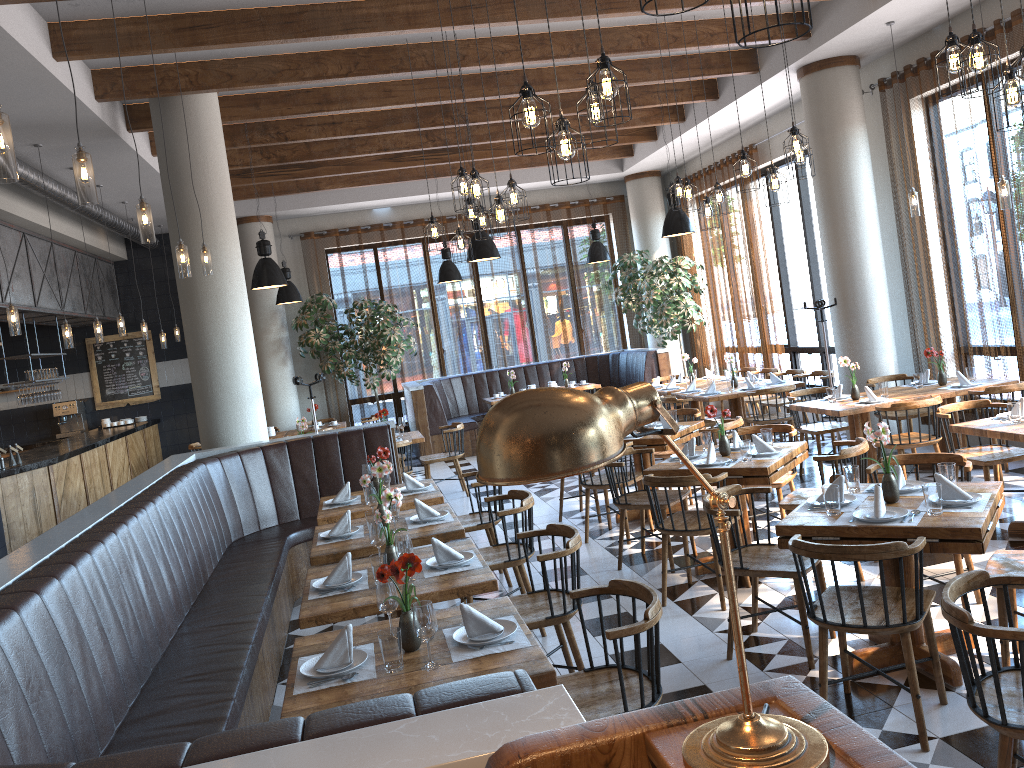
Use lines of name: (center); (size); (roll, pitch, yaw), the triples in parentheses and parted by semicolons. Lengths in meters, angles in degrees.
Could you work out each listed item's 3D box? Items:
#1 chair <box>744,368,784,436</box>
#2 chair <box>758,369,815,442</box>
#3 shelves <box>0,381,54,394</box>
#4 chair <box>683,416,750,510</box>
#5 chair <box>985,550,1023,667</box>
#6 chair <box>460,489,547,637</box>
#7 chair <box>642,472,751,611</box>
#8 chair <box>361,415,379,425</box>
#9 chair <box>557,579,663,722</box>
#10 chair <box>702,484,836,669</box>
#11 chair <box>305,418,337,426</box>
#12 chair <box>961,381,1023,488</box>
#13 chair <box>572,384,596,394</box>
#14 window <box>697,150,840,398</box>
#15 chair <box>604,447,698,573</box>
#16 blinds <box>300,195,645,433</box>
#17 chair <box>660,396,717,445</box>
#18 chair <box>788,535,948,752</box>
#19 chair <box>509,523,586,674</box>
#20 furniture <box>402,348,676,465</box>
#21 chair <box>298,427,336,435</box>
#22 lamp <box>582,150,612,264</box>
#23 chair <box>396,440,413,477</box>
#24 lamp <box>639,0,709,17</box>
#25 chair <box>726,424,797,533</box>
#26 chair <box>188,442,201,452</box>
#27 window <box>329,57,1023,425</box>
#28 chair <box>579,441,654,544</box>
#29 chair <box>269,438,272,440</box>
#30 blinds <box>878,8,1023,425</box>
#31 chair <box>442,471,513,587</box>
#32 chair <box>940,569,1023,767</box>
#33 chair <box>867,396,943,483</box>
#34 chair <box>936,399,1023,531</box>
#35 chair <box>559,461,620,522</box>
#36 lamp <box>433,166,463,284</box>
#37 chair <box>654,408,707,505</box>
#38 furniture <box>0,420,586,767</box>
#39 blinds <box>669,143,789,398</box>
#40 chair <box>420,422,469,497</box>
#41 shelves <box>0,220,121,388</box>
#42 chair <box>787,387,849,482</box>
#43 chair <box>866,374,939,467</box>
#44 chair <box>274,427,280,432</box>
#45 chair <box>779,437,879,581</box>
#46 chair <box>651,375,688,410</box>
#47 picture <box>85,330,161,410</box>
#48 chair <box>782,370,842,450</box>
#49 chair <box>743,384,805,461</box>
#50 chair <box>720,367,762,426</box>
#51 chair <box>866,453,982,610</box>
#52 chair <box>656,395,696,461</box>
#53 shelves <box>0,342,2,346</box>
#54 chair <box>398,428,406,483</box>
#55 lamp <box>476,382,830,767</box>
chair: (3.205, 0.238, 11.369); (0.550, 0.816, 0.519); (-9, 2, -10)
chair: (3.323, 0.264, 10.730); (0.550, 0.816, 0.519); (-9, 2, -10)
shelves: (-7.600, 0.181, 13.586); (1.042, 0.297, 0.300); (-9, 3, -10)
chair: (1.705, 0.715, 7.434); (0.548, 0.816, 0.521); (-7, 3, 35)
chair: (2.372, 0.860, 3.835); (0.548, 0.816, 0.521); (-7, 3, 35)
chair: (-0.088, 1.107, 5.384); (0.550, 0.816, 0.519); (-9, 2, -10)
chair: (1.146, 0.924, 5.499); (0.518, 0.816, 0.552); (-7, 3, 35)
chair: (-2.159, 0.899, 12.926); (0.550, 0.816, 0.519); (-9, 2, -10)
chair: (0.313, 1.195, 3.217); (0.550, 0.816, 0.519); (-9, 2, -10)
chair: (1.319, 0.961, 4.567); (0.548, 0.816, 0.521); (-7, 3, 35)
chair: (-2.865, 0.964, 13.461); (0.520, 0.816, 0.550); (-8, 2, -10)
chair: (4.032, 0.391, 7.321); (0.520, 0.816, 0.550); (-8, 2, -10)
chair: (1.024, 0.431, 13.147); (0.520, 0.816, 0.550); (-8, 2, -10)
window: (3.705, -1.461, 12.407); (0.365, 3.162, 4.969); (-8, 3, -10)
chair: (0.980, 0.888, 6.396); (0.548, 0.816, 0.521); (-7, 3, 35)
blinds: (-0.507, -1.093, 14.933); (5.549, 3.578, 0.155); (-9, 1, -10)
chair: (1.965, 0.517, 9.850); (0.550, 0.816, 0.519); (-9, 2, -10)
chair: (1.484, 0.998, 3.671); (0.518, 0.816, 0.552); (-7, 3, 35)
chair: (0.112, 1.151, 4.301); (0.550, 0.816, 0.519); (-9, 2, -10)
furniture: (0.371, 0.283, 14.228); (4.042, 1.149, 1.919); (-9, 3, -10)
chair: (-2.629, 1.016, 12.183); (0.520, 0.816, 0.550); (-8, 2, -10)
lamp: (1.185, -2.761, 13.370); (0.390, 1.863, 0.391); (-8, 1, 2)
chair: (-1.269, 1.008, 9.388); (0.520, 0.816, 0.550); (-8, 2, -10)
lamp: (0.270, -1.984, 2.213); (0.175, 2.068, 0.175); (-8, 1, 0)
chair: (1.867, 0.750, 6.560); (0.518, 0.816, 0.552); (-7, 3, 35)
chair: (-4.237, 1.220, 12.553); (0.550, 0.816, 0.519); (-9, 2, -10)
window: (3.125, -1.208, 9.855); (4.507, 3.161, 15.106); (-10, 4, -33)
chair: (0.818, 0.852, 7.269); (0.518, 0.816, 0.552); (-7, 3, 35)
chair: (-3.465, 1.145, 12.027); (0.520, 0.816, 0.550); (-8, 2, -10)
blinds: (4.698, -1.214, 5.627); (0.160, 3.576, 7.270); (-8, 3, -10)
chair: (-0.289, 1.064, 6.468); (0.550, 0.816, 0.519); (-9, 2, -10)
chair: (1.663, 1.036, 2.708); (0.548, 0.816, 0.521); (-7, 3, 35)
chair: (3.211, 0.518, 7.168); (0.520, 0.816, 0.550); (-8, 2, -10)
chair: (3.374, 0.554, 6.287); (0.520, 0.816, 0.550); (-8, 2, -10)
chair: (0.652, 0.816, 8.166); (0.548, 0.816, 0.521); (-7, 3, 35)
lamp: (-1.038, -2.417, 12.957); (0.391, 1.863, 0.390); (-8, 1, -8)
chair: (1.539, 0.679, 8.330); (0.518, 0.816, 0.552); (-7, 3, 35)
furniture: (-1.317, 1.168, 4.579); (1.919, 1.149, 6.591); (-9, 4, -10)
blinds: (3.235, -1.534, 13.547); (0.155, 3.577, 3.200); (-8, 2, -10)
chair: (-0.771, 0.887, 10.143); (0.550, 0.816, 0.519); (-9, 2, -10)
shelves: (-5.959, -0.879, 11.071); (0.683, 1.793, 5.868); (-8, 4, -10)
chair: (2.973, 0.466, 8.452); (0.520, 0.816, 0.550); (-8, 2, -10)
chair: (3.794, 0.339, 8.604); (0.520, 0.816, 0.550); (-8, 2, -10)
chair: (-3.701, 1.094, 13.305); (0.520, 0.816, 0.550); (-8, 2, -10)
chair: (2.033, 0.786, 5.664); (0.548, 0.816, 0.521); (-7, 3, 35)
chair: (2.260, 0.310, 12.313); (0.520, 0.816, 0.550); (-8, 2, -10)
picture: (-6.136, -0.220, 13.998); (0.981, 1.141, 0.020); (-9, 1, -10)
chair: (3.435, 0.288, 10.128); (0.550, 0.816, 0.519); (-9, 2, -10)
chair: (2.786, 0.425, 9.473); (0.520, 0.816, 0.550); (-8, 2, -10)
chair: (3.096, 0.215, 11.954); (0.550, 0.816, 0.519); (-9, 2, -10)
chair: (2.206, 0.824, 4.732); (0.518, 0.816, 0.552); (-7, 3, 35)
chair: (1.850, 0.492, 10.469); (0.550, 0.816, 0.519); (-9, 2, -10)
shelves: (-4.788, -0.262, 7.804); (0.247, 0.297, 0.905); (-9, 4, -10)
chair: (-1.510, 0.956, 10.695); (0.520, 0.816, 0.550); (-8, 2, -10)
lamp: (0.192, 0.355, 0.996); (0.446, 0.756, 0.169); (-10, 2, -35)
